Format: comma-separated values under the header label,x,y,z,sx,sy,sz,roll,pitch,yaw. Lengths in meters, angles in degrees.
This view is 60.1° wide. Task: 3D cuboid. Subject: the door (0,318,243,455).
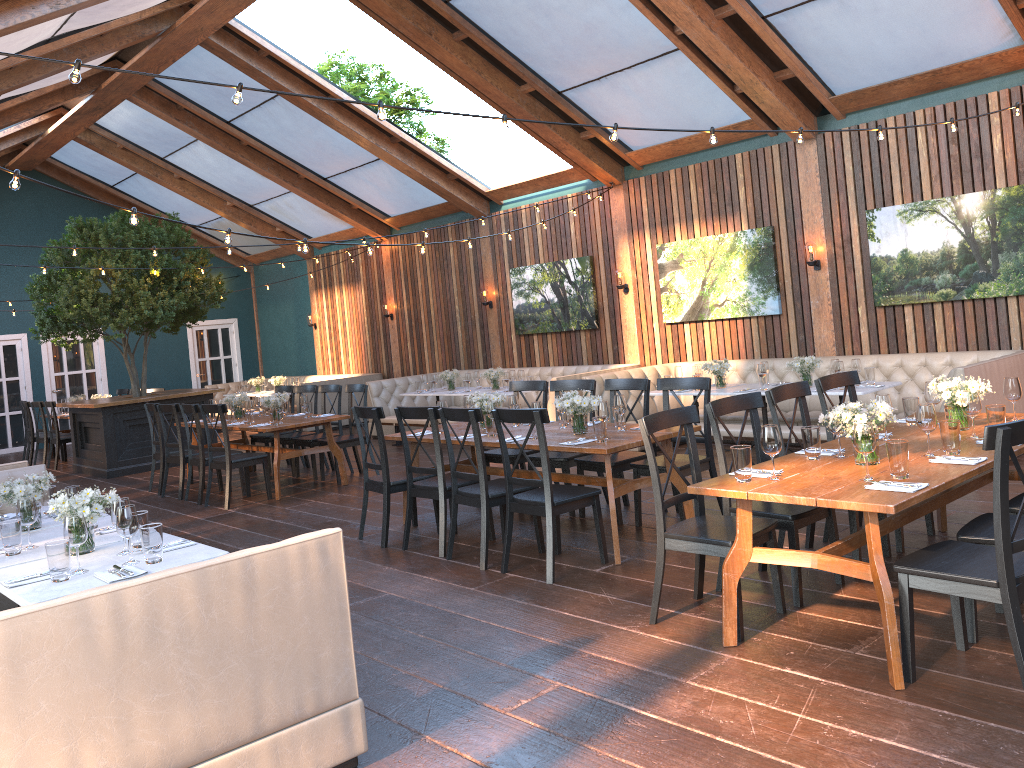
label,x,y,z,sx,sy,sz,roll,pitch,yaw
door,-9.057,0.125,16.910,8.205,2.208,0.173,-9,2,-41

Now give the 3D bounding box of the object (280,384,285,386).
label,x,y,z,sx,sy,sz,roll,pitch,yaw
object,-4.077,0.087,15.744,0.091,0.158,0.092,-5,1,35

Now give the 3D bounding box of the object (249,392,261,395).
label,x,y,z,sx,sy,sz,roll,pitch,yaw
object,-4.741,0.173,16.425,0.256,0.019,0.157,-9,5,-41

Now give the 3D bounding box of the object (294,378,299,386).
label,x,y,z,sx,sy,sz,roll,pitch,yaw
object,-3.876,0.012,15.929,0.092,0.244,0.092,-5,1,7

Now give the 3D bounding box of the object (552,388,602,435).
label,x,y,z,sx,sy,sz,roll,pitch,yaw
object,0.462,0.190,6.114,0.335,0.309,0.330,-5,2,16

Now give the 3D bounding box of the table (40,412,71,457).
label,x,y,z,sx,sy,sz,roll,pitch,yaw
table,-6.872,0.828,14.507,0.954,0.729,2.426,-8,4,-41

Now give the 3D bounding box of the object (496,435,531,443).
label,x,y,z,sx,sy,sz,roll,pitch,yaw
object,0.027,0.376,6.133,0.256,0.019,0.157,-9,5,-41

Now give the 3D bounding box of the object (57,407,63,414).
label,x,y,z,sx,sy,sz,roll,pitch,yaw
object,-7.579,0.426,14.839,0.092,0.158,0.092,-6,1,-15

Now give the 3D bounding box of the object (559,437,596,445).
label,x,y,z,sx,sy,sz,roll,pitch,yaw
object,0.439,0.366,5.713,0.256,0.019,0.157,-9,5,-41

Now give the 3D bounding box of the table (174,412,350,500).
label,x,y,z,sx,sy,sz,roll,pitch,yaw
table,-2.826,0.761,9.923,0.954,0.729,2.426,-8,4,-41

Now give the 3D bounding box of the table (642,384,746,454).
label,x,y,z,sx,sy,sz,roll,pitch,yaw
table,1.944,0.380,9.275,0.802,0.672,0.797,-8,3,-42

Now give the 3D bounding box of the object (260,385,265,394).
label,x,y,z,sx,sy,sz,roll,pitch,yaw
object,-4.606,0.096,16.338,0.091,0.158,0.092,-5,1,35

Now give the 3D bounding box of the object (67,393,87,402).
label,x,y,z,sx,sy,sz,roll,pitch,yaw
object,-7.304,0.320,14.897,0.330,0.309,0.335,-7,3,-43

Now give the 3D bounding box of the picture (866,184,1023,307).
label,x,y,z,sx,sy,sz,roll,pitch,yaw
picture,4.237,-1.300,8.485,0.065,0.997,1.646,-6,2,-41

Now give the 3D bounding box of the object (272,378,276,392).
label,x,y,z,sx,sy,sz,roll,pitch,yaw
object,-4.486,0.017,16.696,0.092,0.244,0.092,-5,1,7

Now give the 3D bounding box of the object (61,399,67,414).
label,x,y,z,sx,sy,sz,roll,pitch,yaw
object,-7.561,0.374,14.946,0.092,0.244,0.092,-5,1,1

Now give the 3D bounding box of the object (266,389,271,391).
label,x,y,z,sx,sy,sz,roll,pitch,yaw
object,-4.840,0.120,17.316,0.256,0.019,0.157,-9,5,-41

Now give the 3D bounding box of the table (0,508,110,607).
label,x,y,z,sx,sy,sz,roll,pitch,yaw
table,-2.802,1.126,5.049,0.802,0.672,0.797,-8,3,-42

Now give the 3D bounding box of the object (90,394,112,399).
label,x,y,z,sx,sy,sz,roll,pitch,yaw
object,-6.572,0.301,14.169,0.330,0.309,0.336,-7,2,-26

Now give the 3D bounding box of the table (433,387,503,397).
label,x,y,z,sx,sy,sz,roll,pitch,yaw
table,-0.502,0.420,12.047,0.802,0.672,0.797,-8,3,-41

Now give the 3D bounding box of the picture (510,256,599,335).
label,x,y,z,sx,sy,sz,roll,pitch,yaw
picture,0.573,-1.238,12.618,0.065,0.997,1.646,-6,2,-41

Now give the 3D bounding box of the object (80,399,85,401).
label,x,y,z,sx,sy,sz,roll,pitch,yaw
object,-6.821,0.364,14.075,0.092,0.244,0.092,-5,1,7

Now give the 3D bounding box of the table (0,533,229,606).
label,x,y,z,sx,sy,sz,roll,pitch,yaw
table,-1.724,1.108,3.827,0.802,0.672,0.797,-8,3,-42

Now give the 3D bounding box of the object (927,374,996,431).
label,x,y,z,sx,sy,sz,roll,pitch,yaw
object,2.427,0.093,4.812,0.328,0.309,0.337,-5,2,14

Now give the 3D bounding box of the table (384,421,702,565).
label,x,y,z,sx,sy,sz,roll,pitch,yaw
table,0.154,0.711,6.547,0.954,0.729,2.426,-8,4,-41

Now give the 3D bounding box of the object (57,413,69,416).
label,x,y,z,sx,sy,sz,roll,pitch,yaw
object,-7.329,0.496,14.500,0.256,0.019,0.157,-9,5,-41

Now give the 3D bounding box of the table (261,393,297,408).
label,x,y,z,sx,sy,sz,roll,pitch,yaw
table,-3.968,0.478,15.973,0.802,0.672,0.797,-8,3,-42

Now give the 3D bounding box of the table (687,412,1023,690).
label,x,y,z,sx,sy,sz,roll,pitch,yaw
table,2.042,0.677,4.445,2.440,0.729,0.948,-9,4,-41

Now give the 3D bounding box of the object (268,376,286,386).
label,x,y,z,sx,sy,sz,roll,pitch,yaw
object,-4.326,-0.006,16.338,0.336,0.309,0.329,-5,2,1

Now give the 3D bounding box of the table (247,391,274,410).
label,x,y,z,sx,sy,sz,roll,pitch,yaw
table,-4.507,0.487,16.584,0.802,0.672,0.797,-8,3,-41

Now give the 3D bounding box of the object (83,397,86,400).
label,x,y,z,sx,sy,sz,roll,pitch,yaw
object,-7.403,0.335,15.291,0.092,0.244,0.092,-5,1,1

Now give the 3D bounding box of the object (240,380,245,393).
label,x,y,z,sx,sy,sz,roll,pitch,yaw
object,-5.242,0.052,17.218,0.092,0.244,0.092,-5,1,1

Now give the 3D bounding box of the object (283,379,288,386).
label,x,y,z,sx,sy,sz,roll,pitch,yaw
object,-4.059,0.035,15.851,0.092,0.244,0.092,-5,1,7

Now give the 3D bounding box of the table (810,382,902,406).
label,x,y,z,sx,sy,sz,roll,pitch,yaw
table,3.022,0.362,8.054,0.802,0.672,0.797,-8,3,-42

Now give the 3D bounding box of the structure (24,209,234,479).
label,x,y,z,sx,sy,sz,roll,pitch,yaw
structure,-5.410,-0.676,12.702,2.723,3.695,2.845,-6,2,-33

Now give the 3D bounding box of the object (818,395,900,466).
label,x,y,z,sx,sy,sz,roll,pitch,yaw
object,1.631,0.216,4.128,0.336,0.309,0.329,-6,2,-9

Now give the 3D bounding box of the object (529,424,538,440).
label,x,y,z,sx,sy,sz,roll,pitch,yaw
object,0.162,0.299,6.046,0.092,0.158,0.092,-6,1,-15

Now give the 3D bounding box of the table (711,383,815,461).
label,x,y,z,sx,sy,sz,roll,pitch,yaw
table,2.483,0.371,8.665,0.802,0.672,0.797,-8,3,-41

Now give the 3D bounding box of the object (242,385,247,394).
label,x,y,z,sx,sy,sz,roll,pitch,yaw
object,-5.111,0.104,16.922,0.091,0.158,0.092,-5,1,35

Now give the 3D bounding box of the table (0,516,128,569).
label,x,y,z,sx,sy,sz,roll,pitch,yaw
table,-2.263,1.117,4.438,0.802,0.672,0.797,-8,3,-41

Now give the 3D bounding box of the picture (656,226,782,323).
label,x,y,z,sx,sy,sz,roll,pitch,yaw
picture,2.421,-1.269,10.534,0.065,0.997,1.646,-6,2,-41

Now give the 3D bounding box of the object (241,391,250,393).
label,x,y,z,sx,sy,sz,roll,pitch,yaw
object,-5.252,0.155,17.383,0.158,0.019,0.254,-9,5,-41

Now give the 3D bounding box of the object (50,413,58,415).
label,x,y,z,sx,sy,sz,roll,pitch,yaw
object,-7.714,0.503,14.926,0.256,0.019,0.157,-9,5,-41

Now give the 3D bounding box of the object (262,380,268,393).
label,x,y,z,sx,sy,sz,roll,pitch,yaw
object,-4.587,0.044,16.445,0.092,0.244,0.092,-5,1,7

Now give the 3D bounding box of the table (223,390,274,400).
label,x,y,z,sx,sy,sz,roll,pitch,yaw
table,-5.046,0.496,17.194,0.802,0.672,0.797,-8,3,-42

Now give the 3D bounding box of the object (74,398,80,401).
label,x,y,z,sx,sy,sz,roll,pitch,yaw
object,-7.145,0.361,14.550,0.092,0.244,0.092,-5,1,1

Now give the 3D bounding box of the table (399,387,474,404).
label,x,y,z,sx,sy,sz,roll,pitch,yaw
table,-1.041,0.429,12.657,0.802,0.672,0.797,-8,3,-42

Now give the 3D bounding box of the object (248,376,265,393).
label,x,y,z,sx,sy,sz,roll,pitch,yaw
object,-4.886,0.005,16.951,0.328,0.309,0.337,-5,2,14

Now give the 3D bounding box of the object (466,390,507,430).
label,x,y,z,sx,sy,sz,roll,pitch,yaw
object,-0.196,0.195,6.934,0.329,0.309,0.336,-6,2,-7

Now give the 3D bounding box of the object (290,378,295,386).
label,x,y,z,sx,sy,sz,roll,pitch,yaw
object,-3.990,0.008,16.134,0.092,0.244,0.092,-5,1,7

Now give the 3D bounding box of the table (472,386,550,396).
label,x,y,z,sx,sy,sz,roll,pitch,yaw
table,0.037,0.411,11.436,0.802,0.672,0.797,-8,3,-42

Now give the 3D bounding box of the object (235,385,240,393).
label,x,y,z,sx,sy,sz,roll,pitch,yaw
object,-5.345,0.104,17.241,0.091,0.158,0.092,-5,1,35

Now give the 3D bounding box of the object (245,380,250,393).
label,x,y,z,sx,sy,sz,roll,pitch,yaw
object,-5.092,0.051,17.029,0.092,0.244,0.092,-5,1,1

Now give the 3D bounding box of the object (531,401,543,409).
label,x,y,z,sx,sy,sz,roll,pitch,yaw
object,0.181,0.247,6.153,0.092,0.244,0.092,-5,1,1

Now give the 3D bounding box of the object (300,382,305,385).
label,x,y,z,sx,sy,sz,roll,pitch,yaw
object,-3.765,0.046,15.906,0.091,0.158,0.092,-5,1,35

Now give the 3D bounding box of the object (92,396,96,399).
label,x,y,z,sx,sy,sz,roll,pitch,yaw
object,-7.004,0.328,14.842,0.092,0.244,0.092,-5,1,1
